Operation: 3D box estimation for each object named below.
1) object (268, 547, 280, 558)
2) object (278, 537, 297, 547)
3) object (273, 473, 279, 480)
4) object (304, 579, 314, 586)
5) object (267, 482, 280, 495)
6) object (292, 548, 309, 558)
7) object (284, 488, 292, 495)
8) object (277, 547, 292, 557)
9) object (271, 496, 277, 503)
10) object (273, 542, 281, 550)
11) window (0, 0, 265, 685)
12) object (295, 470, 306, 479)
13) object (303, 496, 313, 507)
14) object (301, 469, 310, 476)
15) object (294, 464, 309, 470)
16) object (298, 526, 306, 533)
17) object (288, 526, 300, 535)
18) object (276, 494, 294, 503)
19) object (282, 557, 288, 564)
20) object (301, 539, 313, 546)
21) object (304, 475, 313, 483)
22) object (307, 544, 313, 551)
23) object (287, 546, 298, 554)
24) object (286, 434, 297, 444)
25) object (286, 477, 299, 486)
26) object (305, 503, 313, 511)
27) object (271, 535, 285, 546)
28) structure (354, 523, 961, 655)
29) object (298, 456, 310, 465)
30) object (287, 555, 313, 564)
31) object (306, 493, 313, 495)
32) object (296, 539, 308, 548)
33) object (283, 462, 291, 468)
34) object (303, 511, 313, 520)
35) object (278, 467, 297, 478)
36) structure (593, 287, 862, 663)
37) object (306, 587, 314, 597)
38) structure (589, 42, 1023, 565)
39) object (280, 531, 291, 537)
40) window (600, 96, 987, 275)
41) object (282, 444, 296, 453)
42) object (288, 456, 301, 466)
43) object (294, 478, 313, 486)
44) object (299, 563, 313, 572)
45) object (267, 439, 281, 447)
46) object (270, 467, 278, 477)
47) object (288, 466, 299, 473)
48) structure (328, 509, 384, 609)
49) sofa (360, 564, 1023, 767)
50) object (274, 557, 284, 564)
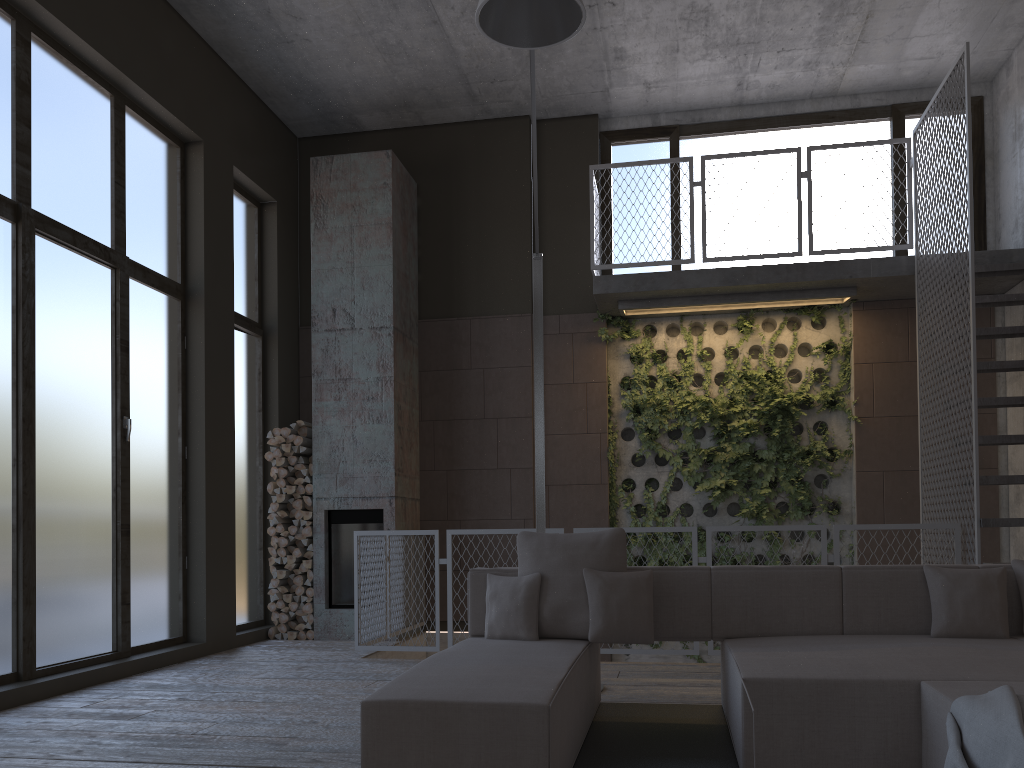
[{"bbox_3d":[-2.231,1.623,8.446,0.088,0.107,0.370,-1,-9,9],"label":"object"},{"bbox_3d":[-2.127,1.509,8.396,0.098,0.106,0.297,-2,-9,11],"label":"object"},{"bbox_3d":[-2.216,0.891,8.383,0.045,0.072,0.254,-1,-9,9],"label":"object"},{"bbox_3d":[-1.879,1.892,8.417,0.071,0.072,0.428,-2,-9,9],"label":"object"},{"bbox_3d":[-2.256,1.014,8.461,0.064,0.124,0.368,-1,-9,9],"label":"object"},{"bbox_3d":[-1.964,1.614,8.413,0.091,0.088,0.461,-2,-9,11],"label":"object"},{"bbox_3d":[-2.051,1.034,8.439,0.115,0.078,0.440,-2,-9,9],"label":"object"},{"bbox_3d":[-2.135,1.621,8.472,0.092,0.092,0.443,-2,-9,9],"label":"object"},{"bbox_3d":[-2.194,1.119,8.441,0.067,0.066,0.428,-2,-9,9],"label":"object"},{"bbox_3d":[-2.209,1.544,8.370,0.045,0.072,0.254,-1,-9,9],"label":"object"},{"bbox_3d":[-3.240,-0.468,4.089,0.209,4.119,9.322,-1,-8,9],"label":"window"},{"bbox_3d":[-1.999,0.898,8.520,0.104,0.101,0.295,-2,-9,9],"label":"object"},{"bbox_3d":[-1.888,1.130,8.391,0.088,0.107,0.370,-1,-9,9],"label":"object"},{"bbox_3d":[-1.923,0.874,8.435,0.067,0.084,0.430,-1,-9,8],"label":"object"},{"bbox_3d":[-1.961,0.808,8.431,0.122,0.067,0.368,-2,-9,11],"label":"object"},{"bbox_3d":[-1.945,1.400,8.446,0.067,0.070,0.428,-2,-9,9],"label":"object"},{"bbox_3d":[-2.018,1.408,8.429,0.091,0.088,0.461,-1,-9,8],"label":"object"},{"bbox_3d":[-2.120,1.105,8.426,0.093,0.082,0.485,-2,-9,9],"label":"object"},{"bbox_3d":[-2.098,1.698,8.457,0.067,0.066,0.428,-2,-9,9],"label":"object"},{"bbox_3d":[-1.915,1.527,8.422,0.067,0.084,0.430,-1,-9,8],"label":"object"},{"bbox_3d":[-1.891,0.928,8.435,0.071,0.072,0.428,-2,-9,9],"label":"object"},{"bbox_3d":[-1.860,1.556,8.412,0.067,0.084,0.430,-1,-9,8],"label":"object"},{"bbox_3d":[-2.054,1.606,8.484,0.101,0.085,0.367,-2,-9,9],"label":"object"},{"bbox_3d":[-2.041,0.545,8.399,0.104,0.083,0.367,-2,-9,9],"label":"object"},{"bbox_3d":[-2.061,0.953,8.496,0.101,0.085,0.367,-2,-9,9],"label":"object"},{"bbox_3d":[-1.897,1.189,8.462,0.101,0.085,0.367,-2,-9,9],"label":"object"},{"bbox_3d":[-2.212,1.511,8.457,0.101,0.101,0.296,-2,-9,11],"label":"object"},{"bbox_3d":[1.111,1.683,7.415,4.430,0.926,1.950,-2,-8,10],"label":"structure"},{"bbox_3d":[-1.952,0.746,8.458,0.067,0.070,0.428,-2,-9,9],"label":"object"},{"bbox_3d":[-2.024,1.684,8.442,0.093,0.082,0.485,-2,-9,9],"label":"object"},{"bbox_3d":[-1.869,1.017,8.402,0.101,0.101,0.296,-2,-9,11],"label":"object"},{"bbox_3d":[-1.991,1.552,8.508,0.104,0.101,0.295,-2,-9,9],"label":"object"},{"bbox_3d":[-2.125,0.785,8.439,0.089,0.056,0.336,-2,-9,9],"label":"object"},{"bbox_3d":[-1.867,1.267,8.420,0.093,0.082,0.485,-2,-9,9],"label":"object"},{"bbox_3d":[-2.135,0.855,8.409,0.098,0.106,0.297,-2,-9,11],"label":"object"},{"bbox_3d":[2.094,0.836,8.305,2.629,3.793,1.010,-1,-2,10],"label":"structure"},{"bbox_3d":[-1.850,1.987,8.420,0.091,0.091,0.443,-2,-9,9],"label":"object"},{"bbox_3d":[2.466,0.060,7.109,3.686,4.282,3.062,-2,-4,10],"label":"structure"},{"bbox_3d":[-2.117,1.439,8.427,0.089,0.056,0.336,-2,-9,9],"label":"object"},{"bbox_3d":[2.656,-1.727,8.521,3.568,1.739,0.110,-2,-1,10],"label":"window"},{"bbox_3d":[-2.070,0.638,8.438,0.094,0.082,0.486,-2,-9,9],"label":"object"},{"bbox_3d":[-2.026,0.754,8.442,0.091,0.088,0.461,-1,-9,8],"label":"object"},{"bbox_3d":[-1.963,0.959,8.467,0.115,0.078,0.440,-2,-9,9],"label":"object"},{"bbox_3d":[-1.916,1.757,8.440,0.091,0.088,0.461,-2,-9,9],"label":"object"},{"bbox_3d":[-2.230,0.580,8.482,0.122,0.067,0.368,-2,-9,11],"label":"object"},{"bbox_3d":[-2.220,0.857,8.469,0.101,0.101,0.296,-2,-9,11],"label":"object"},{"bbox_3d":[-2.060,0.826,8.453,0.064,0.073,0.364,-1,-9,9],"label":"object"},{"bbox_3d":[-1.438,1.639,8.215,0.576,0.921,0.057,-1,-1,10],"label":"structure"},{"bbox_3d":[1.025,1.097,3.168,2.999,0.778,3.049,-2,-9,10],"label":"sofa"},{"bbox_3d":[-2.178,1.699,8.472,0.067,0.066,0.428,-2,-9,9],"label":"object"}]
